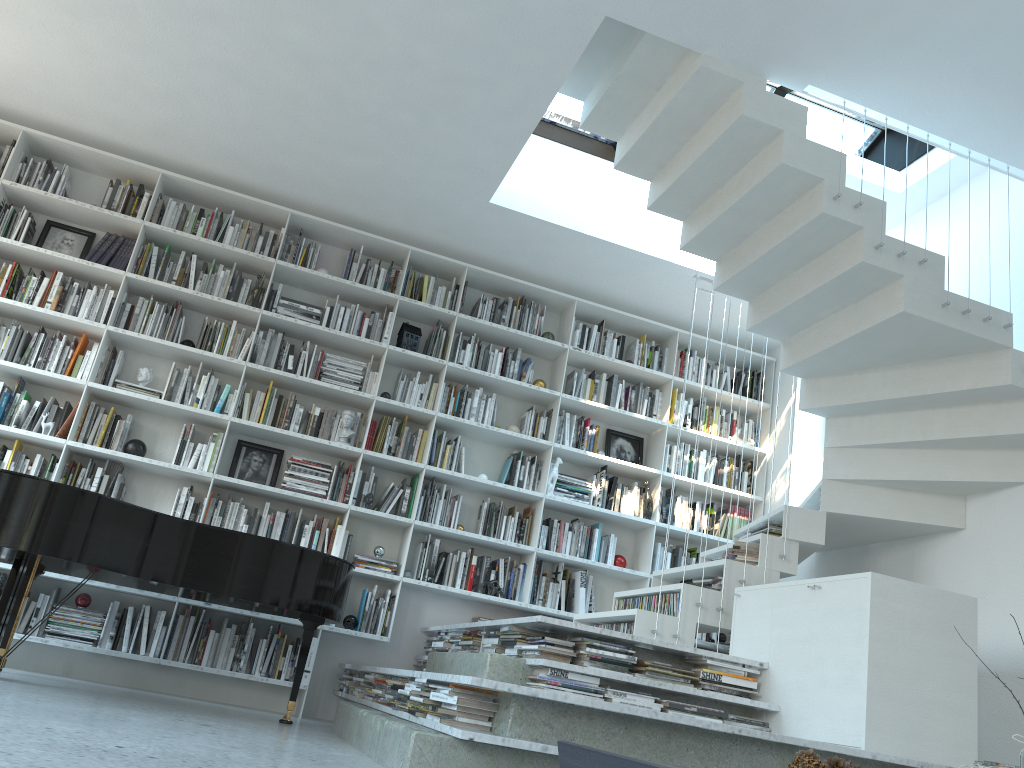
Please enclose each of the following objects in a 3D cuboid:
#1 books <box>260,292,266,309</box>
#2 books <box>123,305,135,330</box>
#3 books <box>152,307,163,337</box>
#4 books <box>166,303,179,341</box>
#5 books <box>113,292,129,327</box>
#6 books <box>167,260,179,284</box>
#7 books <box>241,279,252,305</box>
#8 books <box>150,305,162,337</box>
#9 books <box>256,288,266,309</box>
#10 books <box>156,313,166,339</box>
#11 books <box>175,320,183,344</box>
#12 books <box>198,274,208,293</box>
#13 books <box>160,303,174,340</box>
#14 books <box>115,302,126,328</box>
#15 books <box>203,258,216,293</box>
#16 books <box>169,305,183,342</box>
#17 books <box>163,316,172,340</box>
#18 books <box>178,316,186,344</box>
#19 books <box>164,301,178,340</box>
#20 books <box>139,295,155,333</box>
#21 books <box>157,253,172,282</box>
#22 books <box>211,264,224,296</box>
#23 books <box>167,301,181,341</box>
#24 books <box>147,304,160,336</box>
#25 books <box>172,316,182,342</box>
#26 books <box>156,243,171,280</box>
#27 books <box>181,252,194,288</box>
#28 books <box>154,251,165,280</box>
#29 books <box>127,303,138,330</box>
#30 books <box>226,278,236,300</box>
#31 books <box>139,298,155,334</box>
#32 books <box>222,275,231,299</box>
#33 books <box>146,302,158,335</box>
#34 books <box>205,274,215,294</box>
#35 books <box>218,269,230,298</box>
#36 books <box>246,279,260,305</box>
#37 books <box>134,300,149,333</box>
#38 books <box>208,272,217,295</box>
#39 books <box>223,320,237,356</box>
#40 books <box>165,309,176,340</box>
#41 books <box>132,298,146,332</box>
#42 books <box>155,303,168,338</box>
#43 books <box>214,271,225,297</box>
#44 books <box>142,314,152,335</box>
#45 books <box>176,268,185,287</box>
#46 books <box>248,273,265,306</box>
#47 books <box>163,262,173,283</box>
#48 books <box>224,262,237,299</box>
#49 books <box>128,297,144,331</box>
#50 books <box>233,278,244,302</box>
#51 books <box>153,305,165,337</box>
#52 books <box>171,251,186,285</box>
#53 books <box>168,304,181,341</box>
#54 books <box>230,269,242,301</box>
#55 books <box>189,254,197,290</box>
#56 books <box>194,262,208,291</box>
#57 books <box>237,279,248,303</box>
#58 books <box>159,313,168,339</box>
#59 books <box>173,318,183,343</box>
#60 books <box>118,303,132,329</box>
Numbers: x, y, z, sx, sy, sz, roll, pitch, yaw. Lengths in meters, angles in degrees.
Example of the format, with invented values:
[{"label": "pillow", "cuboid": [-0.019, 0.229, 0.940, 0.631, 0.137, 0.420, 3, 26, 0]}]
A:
[{"label": "books", "cuboid": [-1.678, -0.509, 5.953, 0.019, 0.193, 0.098, 15, -20, -14]}, {"label": "books", "cuboid": [-2.439, -0.378, 5.646, 0.024, 0.218, 0.140, 15, -20, -14]}, {"label": "books", "cuboid": [-2.273, -0.354, 5.681, 0.011, 0.255, 0.152, 15, -20, -14]}, {"label": "books", "cuboid": [-2.190, -0.358, 5.718, 0.005, 0.315, 0.157, 15, -20, -14]}, {"label": "books", "cuboid": [-2.489, -0.426, 5.635, 0.012, 0.284, 0.160, 15, -20, -14]}, {"label": "books", "cuboid": [-2.219, -0.681, 5.787, 0.029, 0.218, 0.158, 15, -20, -14]}, {"label": "books", "cuboid": [-1.784, -0.563, 5.919, 0.025, 0.236, 0.153, 15, -20, -14]}, {"label": "books", "cuboid": [-2.283, -0.360, 5.680, 0.010, 0.260, 0.170, 15, -20, -14]}, {"label": "books", "cuboid": [-1.696, -0.525, 5.944, 0.028, 0.211, 0.135, 15, -20, -14]}, {"label": "books", "cuboid": [-2.243, -0.330, 5.665, 0.011, 0.208, 0.181, 15, -20, -14]}, {"label": "books", "cuboid": [-2.152, -0.296, 5.714, 0.004, 0.209, 0.132, 15, -20, -14]}, {"label": "books", "cuboid": [-2.035, -0.610, 5.830, 0.028, 0.179, 0.168, 15, -20, -14]}, {"label": "books", "cuboid": [-2.217, -0.361, 5.689, 0.011, 0.290, 0.177, 15, -20, -14]}, {"label": "books", "cuboid": [-2.478, -0.391, 5.610, 0.015, 0.207, 0.186, 15, -20, -14]}, {"label": "books", "cuboid": [-2.006, -0.664, 5.856, 0.012, 0.306, 0.145, 15, -20, -14]}, {"label": "books", "cuboid": [-2.164, -0.346, 5.696, 0.011, 0.286, 0.189, 15, -20, -14]}, {"label": "books", "cuboid": [-2.221, -0.316, 5.703, 0.012, 0.216, 0.133, 15, -20, -14]}, {"label": "books", "cuboid": [-2.133, -0.304, 5.714, 0.031, 0.231, 0.148, 15, -20, -14]}, {"label": "books", "cuboid": [-2.201, -0.366, 5.710, 0.004, 0.319, 0.153, 15, -20, -14]}, {"label": "books", "cuboid": [-2.343, -0.402, 5.675, 0.011, 0.316, 0.155, 15, -20, -14]}, {"label": "books", "cuboid": [-2.265, -0.707, 5.771, 0.031, 0.241, 0.182, 15, -20, -14]}, {"label": "books", "cuboid": [-1.962, -0.638, 5.877, 0.026, 0.285, 0.138, 15, -20, -14]}, {"label": "books", "cuboid": [-2.183, -0.364, 5.719, 0.005, 0.330, 0.162, 15, -20, -14]}, {"label": "books", "cuboid": [-2.286, -0.364, 5.654, 0.012, 0.250, 0.184, 15, -20, -14]}, {"label": "books", "cuboid": [-2.169, -0.311, 5.721, 0.009, 0.236, 0.135, 15, -20, -14]}, {"label": "books", "cuboid": [-2.278, -0.747, 5.776, 0.012, 0.314, 0.172, 15, -20, -14]}, {"label": "books", "cuboid": [-2.143, -0.700, 5.838, 0.013, 0.314, 0.135, 15, -20, -14]}, {"label": "books", "cuboid": [-2.296, -0.722, 5.773, 0.011, 0.259, 0.157, 15, -20, -14]}, {"label": "books", "cuboid": [-2.416, -0.386, 5.641, 0.012, 0.239, 0.134, 15, -20, -14]}, {"label": "books", "cuboid": [-1.876, -0.578, 5.890, 0.024, 0.212, 0.150, 15, -20, -14]}, {"label": "books", "cuboid": [-2.330, -0.390, 5.652, 0.010, 0.282, 0.184, 15, -20, -14]}, {"label": "books", "cuboid": [-1.899, -0.596, 5.876, 0.013, 0.230, 0.142, 15, -20, -14]}, {"label": "books", "cuboid": [-2.295, -0.373, 5.651, 0.009, 0.262, 0.190, 15, -20, -14]}, {"label": "books", "cuboid": [-2.005, -0.609, 5.868, 0.024, 0.211, 0.128, 15, -20, -14]}, {"label": "books", "cuboid": [-1.917, -0.615, 5.879, 0.028, 0.260, 0.136, 15, -20, -14]}, {"label": "books", "cuboid": [-1.738, -0.571, 5.916, 0.055, 0.263, 0.167, 15, -20, -14]}, {"label": "books", "cuboid": [-2.360, -0.385, 5.650, 0.024, 0.261, 0.178, 15, -20, -14]}, {"label": "books", "cuboid": [-1.981, -0.610, 5.848, 0.010, 0.207, 0.174, 15, -20, -14]}, {"label": "books", "cuboid": [-1.847, -0.254, 5.788, 0.022, 0.283, 0.190, 15, -20, -14]}, {"label": "books", "cuboid": [-2.197, -0.338, 5.696, 0.010, 0.261, 0.158, 15, -20, -14]}, {"label": "books", "cuboid": [-2.375, -0.396, 5.647, 0.012, 0.275, 0.157, 15, -20, -14]}, {"label": "books", "cuboid": [-2.250, -0.363, 5.680, 0.011, 0.278, 0.169, 15, -20, -14]}, {"label": "books", "cuboid": [-1.937, -0.610, 5.851, 0.021, 0.225, 0.192, 15, -20, -14]}, {"label": "books", "cuboid": [-2.326, -0.335, 5.657, 0.029, 0.186, 0.149, 15, -20, -14]}, {"label": "books", "cuboid": [-2.174, -0.646, 5.803, 0.034, 0.180, 0.160, 15, -20, -14]}, {"label": "books", "cuboid": [-1.721, -0.585, 5.926, 0.058, 0.301, 0.175, 15, -20, -14]}, {"label": "books", "cuboid": [-2.247, -0.677, 5.784, 0.024, 0.200, 0.154, 15, -20, -14]}, {"label": "books", "cuboid": [-1.878, -0.634, 5.883, 0.011, 0.312, 0.184, 15, -20, -14]}, {"label": "books", "cuboid": [-2.393, -0.402, 5.646, 0.026, 0.278, 0.151, 15, -20, -14]}, {"label": "books", "cuboid": [-1.825, -0.572, 5.887, 0.030, 0.217, 0.183, 15, -20, -14]}, {"label": "books", "cuboid": [-2.259, -0.359, 5.670, 0.009, 0.260, 0.181, 15, -20, -14]}, {"label": "books", "cuboid": [-2.188, -0.708, 5.805, 0.023, 0.292, 0.156, 15, -20, -14]}, {"label": "books", "cuboid": [-2.180, -0.352, 5.715, 0.005, 0.304, 0.163, 15, -20, -14]}, {"label": "books", "cuboid": [-1.849, -0.607, 5.911, 0.022, 0.289, 0.147, 15, -20, -14]}, {"label": "books", "cuboid": [-2.097, -0.682, 5.820, 0.075, 0.284, 0.179, 15, -20, -14]}, {"label": "books", "cuboid": [-2.055, -0.655, 5.844, 0.027, 0.264, 0.169, 15, -20, -14]}, {"label": "books", "cuboid": [-1.802, -0.567, 5.897, 0.022, 0.222, 0.161, 15, -20, -14]}, {"label": "books", "cuboid": [-2.239, -0.328, 5.694, 0.011, 0.225, 0.130, 15, -20, -14]}, {"label": "books", "cuboid": [-2.159, -0.301, 5.715, 0.012, 0.217, 0.151, 15, -20, -14]}, {"label": "books", "cuboid": [-2.464, -0.387, 5.641, 0.029, 0.224, 0.137, 15, -20, -14]}]
